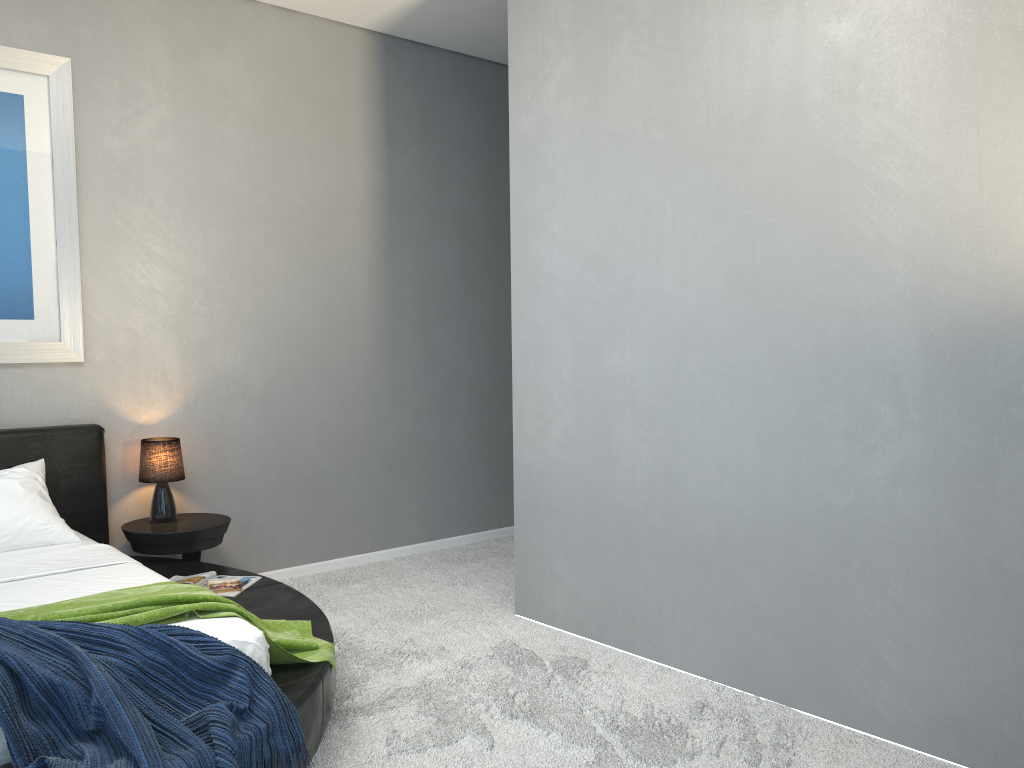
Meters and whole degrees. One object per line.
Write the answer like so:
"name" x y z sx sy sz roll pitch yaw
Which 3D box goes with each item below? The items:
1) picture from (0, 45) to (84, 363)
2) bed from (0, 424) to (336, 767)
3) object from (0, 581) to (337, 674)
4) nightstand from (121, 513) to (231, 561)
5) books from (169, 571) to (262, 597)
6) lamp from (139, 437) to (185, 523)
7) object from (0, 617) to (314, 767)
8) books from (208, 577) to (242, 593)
"picture" -2.721 -0.771 3.569 1.799 1.402 0.025 -3 5 -40
"bed" -1.875 0.717 2.704 2.753 0.935 2.615 -3 3 -41
"object" -1.569 0.803 2.346 2.300 0.343 0.645 -3 4 -41
"nightstand" -1.613 0.888 4.294 0.496 0.441 0.496 -1 3 -12
"books" -1.293 0.829 3.711 0.395 0.040 0.301 0 3 5
"lamp" -1.704 0.467 4.319 0.219 0.401 0.208 1 4 30
"object" -1.627 0.869 2.171 2.154 0.568 0.684 -1 3 1
"books" -1.195 0.835 3.686 0.133 0.012 0.189 -2 3 -19
